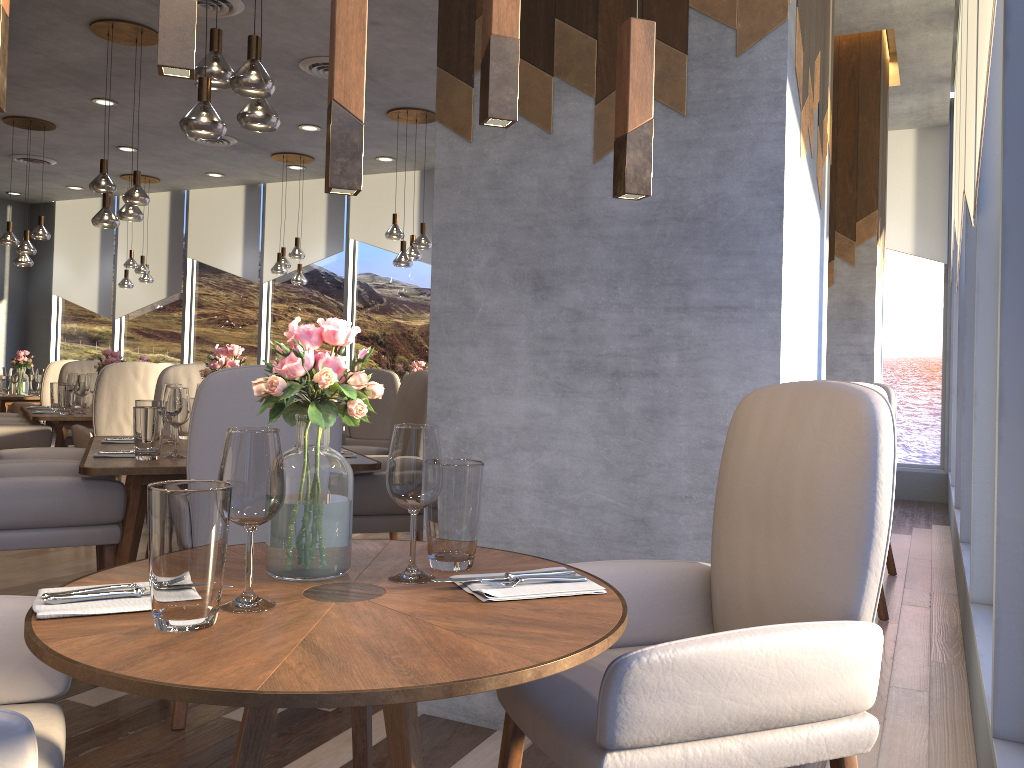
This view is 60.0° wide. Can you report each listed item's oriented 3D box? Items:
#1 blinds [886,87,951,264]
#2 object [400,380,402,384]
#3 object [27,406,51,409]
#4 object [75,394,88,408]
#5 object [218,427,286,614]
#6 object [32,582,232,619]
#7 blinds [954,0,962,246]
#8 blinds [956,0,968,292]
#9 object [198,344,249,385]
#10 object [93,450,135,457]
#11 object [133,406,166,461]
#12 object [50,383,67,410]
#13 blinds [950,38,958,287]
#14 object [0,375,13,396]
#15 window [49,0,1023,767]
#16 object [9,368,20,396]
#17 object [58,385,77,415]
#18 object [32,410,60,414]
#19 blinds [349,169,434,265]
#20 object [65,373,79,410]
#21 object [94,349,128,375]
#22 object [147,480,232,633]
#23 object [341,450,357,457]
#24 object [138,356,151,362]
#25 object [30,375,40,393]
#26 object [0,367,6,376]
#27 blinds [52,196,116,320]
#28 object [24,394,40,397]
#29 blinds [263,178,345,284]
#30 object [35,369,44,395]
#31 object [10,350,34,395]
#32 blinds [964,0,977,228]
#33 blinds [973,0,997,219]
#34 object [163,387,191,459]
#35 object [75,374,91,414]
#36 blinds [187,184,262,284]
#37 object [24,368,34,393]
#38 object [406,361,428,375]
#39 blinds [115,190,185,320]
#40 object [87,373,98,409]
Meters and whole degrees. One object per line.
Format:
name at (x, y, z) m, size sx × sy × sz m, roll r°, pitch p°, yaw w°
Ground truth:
blinds at (3.203, -2.375, 7.801) m, size 1.173 × 2.682 × 0.007 m, roll 1°, pitch -1°, yaw 25°
object at (-0.921, 0.091, 7.460) m, size 0.092 × 0.244 × 0.092 m, roll 2°, pitch -1°, yaw -10°
object at (-3.119, 0.156, 5.957) m, size 0.255 × 0.019 × 0.157 m, roll 1°, pitch 1°, yaw -30°
object at (-3.012, 0.076, 6.188) m, size 0.102 × 0.178 × 0.102 m, roll 2°, pitch -1°, yaw -23°
object at (-0.361, 0.184, 1.224) m, size 0.092 × 0.244 × 0.092 m, roll 1°, pitch -1°, yaw 16°
object at (-0.528, 0.292, 1.246) m, size 0.255 × 0.019 × 0.157 m, roll 1°, pitch 1°, yaw -26°
blinds at (2.951, -2.163, 5.852) m, size 0.007 × 2.682 × 1.172 m, roll 1°, pitch -1°, yaw 25°
blinds at (2.406, -1.881, 4.719) m, size 0.007 × 2.682 × 1.172 m, roll 1°, pitch -1°, yaw 25°
object at (-1.123, 0.049, 3.465) m, size 0.210 × 0.416 × 0.198 m, roll 2°, pitch -1°, yaw 3°
object at (-1.334, 0.242, 3.126) m, size 0.255 × 0.019 × 0.157 m, roll 1°, pitch 1°, yaw -21°
object at (-1.229, 0.167, 2.996) m, size 0.102 × 0.178 × 0.102 m, roll 2°, pitch -1°, yaw 5°
object at (-2.993, 0.081, 5.847) m, size 0.102 × 0.178 × 0.102 m, roll 2°, pitch -1°, yaw -14°
blinds at (3.489, -2.162, 6.980) m, size 0.007 × 2.682 × 1.172 m, roll 1°, pitch -1°, yaw 25°
object at (-4.428, 0.016, 7.751) m, size 0.102 × 0.178 × 0.102 m, roll 2°, pitch -1°, yaw -1°
window at (0.031, -0.928, 6.203) m, size 8.057 × 3.201 × 16.122 m, roll 1°, pitch 1°, yaw -20°
object at (-4.416, -0.018, 7.861) m, size 0.092 × 0.244 × 0.092 m, roll 3°, pitch -1°, yaw -45°
object at (-2.690, 0.096, 5.359) m, size 0.102 × 0.178 × 0.102 m, roll 1°, pitch -1°, yaw 26°
object at (-2.816, 0.170, 5.470) m, size 0.255 × 0.019 × 0.157 m, roll 1°, pitch 1°, yaw -30°
blinds at (-1.314, -2.638, 9.959) m, size 1.173 × 2.682 × 0.007 m, roll 1°, pitch -1°, yaw 25°
object at (-2.950, 0.048, 5.948) m, size 0.092 × 0.244 × 0.092 m, roll 1°, pitch -1°, yaw 17°
object at (-2.654, -0.024, 5.869) m, size 0.210 × 0.416 × 0.198 m, roll 2°, pitch -1°, yaw -17°
object at (-0.412, 0.217, 1.126) m, size 0.102 × 0.178 × 0.102 m, roll 2°, pitch -1°, yaw 10°
object at (-0.713, 0.258, 3.301) m, size 0.255 × 0.019 × 0.157 m, roll 1°, pitch 1°, yaw -22°
object at (-4.444, -0.135, 10.673) m, size 0.197 × 0.416 × 0.210 m, roll 2°, pitch -1°, yaw -42°
object at (-4.679, -0.003, 8.706) m, size 0.102 × 0.178 × 0.102 m, roll 2°, pitch -1°, yaw -42°
object at (-4.868, -0.038, 8.437) m, size 0.092 × 0.244 × 0.092 m, roll 3°, pitch -1°, yaw -43°
blinds at (-5.837, -2.213, 12.096) m, size 1.173 × 2.682 × 0.007 m, roll 1°, pitch -1°, yaw 25°
object at (-4.220, 0.100, 7.859) m, size 0.255 × 0.019 × 0.157 m, roll 2°, pitch 1°, yaw 39°
blinds at (-2.443, -2.532, 10.492) m, size 1.173 × 2.682 × 0.007 m, roll 1°, pitch -1°, yaw 25°
object at (-4.265, -0.015, 8.021) m, size 0.092 × 0.244 × 0.092 m, roll 1°, pitch -1°, yaw 42°
object at (-4.550, -0.108, 8.225) m, size 0.198 × 0.416 × 0.210 m, roll 1°, pitch -1°, yaw 38°
blinds at (1.870, -1.875, 3.593) m, size 0.007 × 2.682 × 1.172 m, roll 1°, pitch -1°, yaw 25°
blinds at (1.335, -1.895, 2.468) m, size 0.007 × 2.682 × 1.172 m, roll 1°, pitch -1°, yaw 25°
object at (-1.170, 0.135, 3.089) m, size 0.092 × 0.244 × 0.092 m, roll 1°, pitch -1°, yaw 21°
object at (-2.647, 0.063, 5.461) m, size 0.092 × 0.244 × 0.092 m, roll 1°, pitch -1°, yaw 12°
blinds at (-3.569, -2.571, 11.029) m, size 1.173 × 2.682 × 0.007 m, roll 1°, pitch -1°, yaw 25°
object at (-4.687, -0.035, 8.598) m, size 0.092 × 0.244 × 0.092 m, roll 1°, pitch -1°, yaw 16°
object at (-0.811, 0.008, 7.577) m, size 0.210 × 0.416 × 0.198 m, roll 2°, pitch -1°, yaw -2°
blinds at (-4.709, -2.174, 11.558) m, size 1.173 × 2.682 × 0.007 m, roll 1°, pitch -1°, yaw 25°
object at (-2.911, 0.047, 6.144) m, size 0.092 × 0.244 × 0.092 m, roll 1°, pitch -1°, yaw 41°
